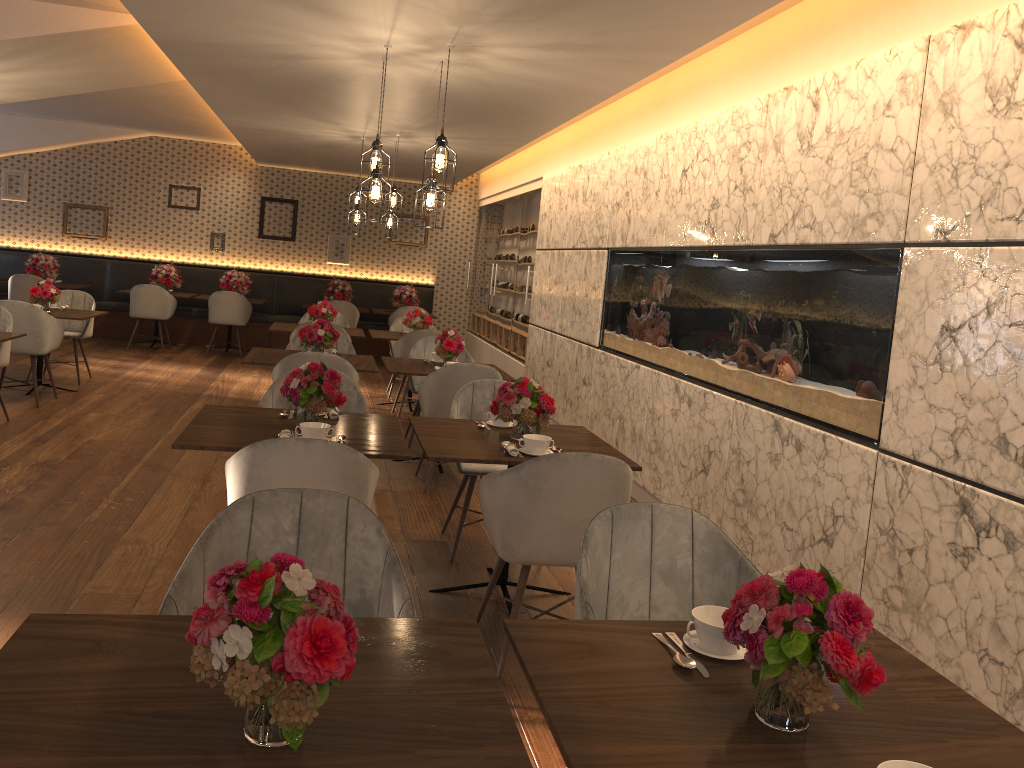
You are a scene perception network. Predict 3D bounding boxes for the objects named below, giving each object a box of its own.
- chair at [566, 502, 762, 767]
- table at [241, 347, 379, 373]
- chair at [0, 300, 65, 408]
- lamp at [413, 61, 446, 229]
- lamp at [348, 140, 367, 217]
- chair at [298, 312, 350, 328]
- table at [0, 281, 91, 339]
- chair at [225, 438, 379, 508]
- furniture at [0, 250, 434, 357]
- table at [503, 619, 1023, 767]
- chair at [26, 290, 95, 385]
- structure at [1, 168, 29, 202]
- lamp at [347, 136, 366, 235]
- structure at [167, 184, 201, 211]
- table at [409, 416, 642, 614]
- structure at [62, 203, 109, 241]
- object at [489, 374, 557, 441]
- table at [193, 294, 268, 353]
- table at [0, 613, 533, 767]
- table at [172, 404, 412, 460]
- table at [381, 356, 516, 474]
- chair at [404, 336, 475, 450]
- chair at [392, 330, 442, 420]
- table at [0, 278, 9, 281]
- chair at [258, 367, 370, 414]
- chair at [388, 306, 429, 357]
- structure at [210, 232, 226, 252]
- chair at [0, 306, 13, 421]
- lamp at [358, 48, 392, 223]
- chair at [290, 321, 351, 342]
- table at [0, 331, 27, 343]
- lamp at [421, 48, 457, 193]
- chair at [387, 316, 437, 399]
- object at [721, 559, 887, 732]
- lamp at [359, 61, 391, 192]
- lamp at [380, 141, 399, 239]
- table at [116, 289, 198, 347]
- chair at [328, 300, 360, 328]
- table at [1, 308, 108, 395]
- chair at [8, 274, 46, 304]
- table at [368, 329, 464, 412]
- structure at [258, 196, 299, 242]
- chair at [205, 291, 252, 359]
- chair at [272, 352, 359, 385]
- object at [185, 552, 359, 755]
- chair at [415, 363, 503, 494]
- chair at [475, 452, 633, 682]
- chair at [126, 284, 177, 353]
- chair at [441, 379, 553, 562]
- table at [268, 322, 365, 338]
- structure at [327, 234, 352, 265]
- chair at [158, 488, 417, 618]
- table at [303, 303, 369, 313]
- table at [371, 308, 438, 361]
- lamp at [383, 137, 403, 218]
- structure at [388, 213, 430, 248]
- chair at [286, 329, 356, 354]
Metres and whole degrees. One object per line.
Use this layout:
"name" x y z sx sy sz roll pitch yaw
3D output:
"chair" 0.402 0.802 2.279 0.564 0.869 0.529 4 5 -12
"table" -1.463 0.172 6.371 0.895 0.718 0.902 4 6 -12
"chair" -4.081 -0.277 7.347 0.564 0.869 0.529 4 5 -12
"lamp" -0.396 -1.940 5.118 0.175 2.062 0.176 5 4 -10
"lamp" -1.485 -2.732 8.937 0.175 2.062 0.176 5 4 -10
"chair" -2.024 -0.354 9.437 0.564 0.869 0.529 4 5 -12
"table" -6.231 -0.981 11.810 0.895 0.718 0.902 4 6 -12
"chair" -0.776 0.571 3.201 0.564 0.869 0.529 4 5 -12
"furniture" -4.662 -1.139 12.771 7.081 1.077 0.544 4 5 -12
"table" 0.473 0.968 1.632 0.895 0.718 0.902 4 6 -12
"chair" -4.375 -0.471 8.638 0.564 0.869 0.529 4 5 -12
"structure" -6.987 -2.795 12.437 0.340 0.438 0.035 4 4 -12
"lamp" -1.438 -2.493 8.630 0.175 2.062 0.176 5 4 -10
"structure" -4.775 -2.716 12.904 0.448 0.343 0.016 4 4 -12
"table" -0.017 0.609 4.051 0.895 0.718 0.902 4 6 -12
"structure" -6.099 -2.320 12.660 0.600 0.483 0.032 4 4 -12
"object" 0.054 0.101 4.030 0.305 0.300 0.235 6 5 10
"table" -3.913 -0.825 12.296 0.895 0.718 0.902 4 6 -12
"table" -0.463 0.906 1.435 0.895 0.718 0.902 4 6 -12
"table" -0.953 0.546 3.854 0.895 0.718 0.902 4 6 -12
"table" -0.527 0.235 6.567 0.895 0.718 0.902 4 6 -12
"chair" -0.598 0.068 7.214 0.564 0.869 0.529 4 5 -12
"chair" -0.840 -0.099 8.334 0.564 0.869 0.529 4 5 -12
"table" -7.167 -1.043 11.613 0.895 0.718 0.902 4 6 -12
"chair" -1.024 0.380 4.501 0.564 0.869 0.529 4 5 -12
"chair" -1.417 -0.645 12.129 0.564 0.869 0.529 4 5 -12
"structure" -4.337 -2.092 13.048 0.216 0.276 0.018 4 4 -12
"chair" -3.915 -0.134 6.369 0.564 0.869 0.529 4 5 -12
"lamp" -0.688 -1.943 4.928 0.175 2.062 0.176 5 4 -10
"chair" -1.776 -0.162 8.137 0.564 0.869 0.529 4 5 -12
"table" -3.799 0.035 5.731 0.895 0.718 0.902 4 6 -12
"lamp" -0.312 -2.084 4.783 0.175 2.062 0.176 5 4 -10
"chair" -1.088 -0.291 9.633 0.564 0.869 0.529 4 5 -12
"object" 0.504 0.460 1.590 0.234 0.300 0.307 1 7 -37
"lamp" -0.735 -2.182 5.235 0.175 2.062 0.176 5 4 -10
"lamp" -1.146 -2.490 8.820 0.175 2.062 0.176 5 4 -10
"table" -4.849 -0.888 12.100 0.895 0.718 0.902 4 6 -12
"chair" -2.353 -0.708 11.933 0.564 0.869 0.529 4 5 -12
"table" -4.259 -0.302 8.000 0.895 0.718 0.902 4 6 -12
"chair" -6.053 -0.956 11.157 0.564 0.869 0.529 4 5 -12
"table" -1.017 -0.124 8.987 0.895 0.718 0.902 4 6 -12
"structure" -3.482 -2.453 13.189 0.543 0.630 0.035 4 4 -12
"chair" -3.735 -0.800 11.643 0.564 0.869 0.529 4 5 -12
"chair" -1.286 0.197 5.718 0.564 0.869 0.529 4 5 -12
"object" -0.367 0.403 1.400 0.306 0.300 0.234 9 7 35
"chair" -0.350 0.260 5.915 0.564 0.869 0.529 4 5 -12
"chair" 0.160 0.634 3.398 0.564 0.869 0.529 4 5 -12
"chair" -4.671 -0.863 11.447 0.564 0.869 0.529 4 5 -12
"chair" -0.088 0.442 4.697 0.564 0.869 0.529 4 5 -12
"table" -1.953 -0.187 8.790 0.895 0.718 0.902 4 6 -12
"structure" -2.617 -2.033 13.396 0.340 0.438 0.035 4 4 -12
"chair" -0.534 0.739 2.082 0.564 0.869 0.529 4 5 -12
"table" -2.531 -0.733 12.586 0.895 0.718 0.902 4 6 -12
"table" -1.595 -0.670 12.782 0.895 0.718 0.902 4 6 -12
"lamp" -1.063 -2.634 8.486 0.175 2.062 0.176 5 4 -10
"structure" -1.579 -2.357 13.578 0.600 0.483 0.032 4 4 -12
"chair" -1.534 0.006 7.018 0.564 0.869 0.529 4 5 -12
